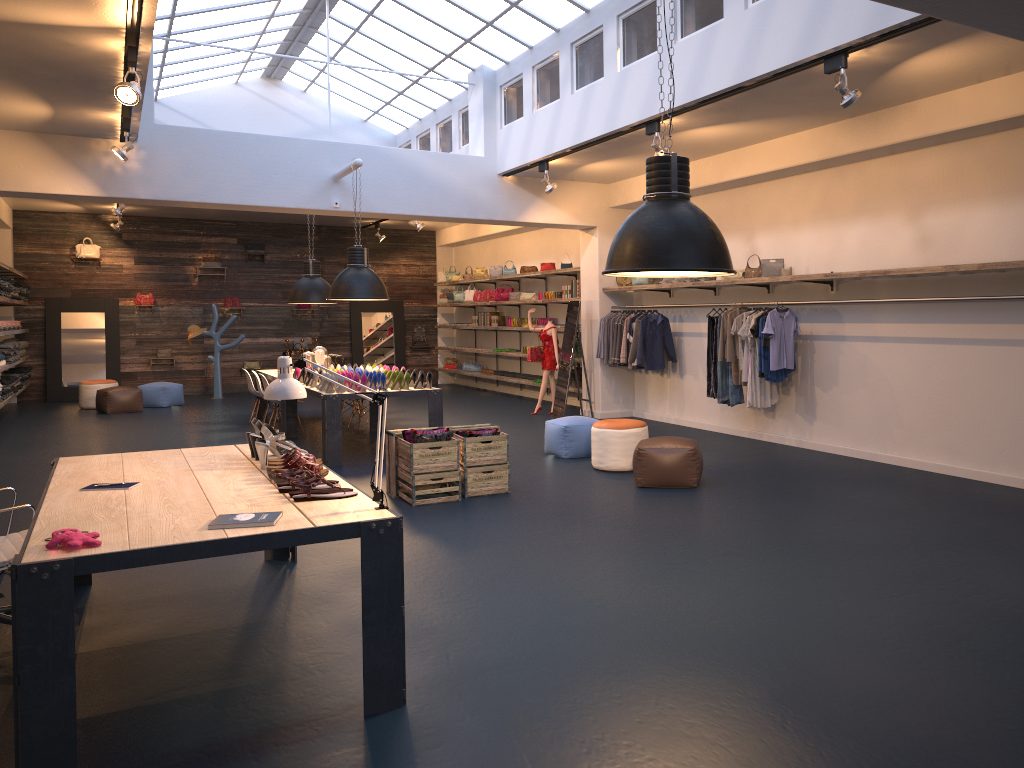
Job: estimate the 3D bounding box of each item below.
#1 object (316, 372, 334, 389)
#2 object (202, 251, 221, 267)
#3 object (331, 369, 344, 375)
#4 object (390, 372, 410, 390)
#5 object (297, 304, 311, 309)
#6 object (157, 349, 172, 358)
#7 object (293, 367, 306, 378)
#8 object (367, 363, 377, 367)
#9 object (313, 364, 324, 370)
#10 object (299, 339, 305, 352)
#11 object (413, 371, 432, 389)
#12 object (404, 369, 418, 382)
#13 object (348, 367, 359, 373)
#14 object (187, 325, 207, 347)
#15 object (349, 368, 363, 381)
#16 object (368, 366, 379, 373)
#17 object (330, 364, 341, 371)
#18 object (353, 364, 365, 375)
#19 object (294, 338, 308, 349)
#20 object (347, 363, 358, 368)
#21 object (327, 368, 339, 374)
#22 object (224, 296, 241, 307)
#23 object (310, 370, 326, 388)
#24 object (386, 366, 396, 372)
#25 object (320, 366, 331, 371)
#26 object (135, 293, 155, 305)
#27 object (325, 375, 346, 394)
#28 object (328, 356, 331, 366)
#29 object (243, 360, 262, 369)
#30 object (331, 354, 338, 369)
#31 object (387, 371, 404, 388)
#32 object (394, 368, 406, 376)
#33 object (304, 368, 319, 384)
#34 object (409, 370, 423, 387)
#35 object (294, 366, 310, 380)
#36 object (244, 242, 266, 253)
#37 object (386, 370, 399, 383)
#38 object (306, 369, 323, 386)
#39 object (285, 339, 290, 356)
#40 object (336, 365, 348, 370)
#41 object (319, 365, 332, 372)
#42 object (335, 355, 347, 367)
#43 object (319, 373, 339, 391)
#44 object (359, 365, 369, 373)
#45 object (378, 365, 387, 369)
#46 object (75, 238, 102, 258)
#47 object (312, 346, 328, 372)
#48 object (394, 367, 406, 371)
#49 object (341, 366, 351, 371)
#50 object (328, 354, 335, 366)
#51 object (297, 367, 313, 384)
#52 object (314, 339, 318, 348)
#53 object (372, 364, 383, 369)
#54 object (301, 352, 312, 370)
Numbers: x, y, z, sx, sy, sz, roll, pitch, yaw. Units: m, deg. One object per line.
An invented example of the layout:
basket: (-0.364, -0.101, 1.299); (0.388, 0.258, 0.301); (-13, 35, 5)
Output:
object: (-2.029, -0.040, 9.530); (0.219, 0.195, 0.222); (-3, 4, -41)
object: (-6.025, -2.504, 17.419); (0.372, 0.335, 0.156); (-1, 1, -18)
object: (-2.041, -0.084, 10.105); (0.216, 0.195, 0.225); (-2, 3, -27)
object: (-1.204, -0.034, 9.406); (0.218, 0.195, 0.223); (-2, 3, -34)
object: (-4.400, -1.706, 18.359); (0.266, 0.243, 0.202); (-2, 3, -32)
object: (-6.795, -0.596, 16.975); (0.095, 0.175, 0.292); (1, 3, 41)
object: (-2.678, -0.144, 10.934); (0.218, 0.195, 0.223); (-2, 3, -33)
object: (-1.857, -0.181, 11.380); (0.216, 0.195, 0.225); (-2, 3, -27)
object: (-2.473, -0.154, 11.059); (0.216, 0.195, 0.225); (-2, 3, -27)
object: (-3.199, -0.452, 13.196); (0.134, 0.468, 0.145); (0, 1, 16)
object: (-0.970, -0.044, 9.532); (0.216, 0.195, 0.225); (-2, 3, -27)
object: (-1.178, -0.080, 10.014); (0.216, 0.195, 0.225); (-2, 3, -27)
object: (-1.928, -0.114, 10.492); (0.216, 0.195, 0.225); (-2, 3, -27)
object: (-6.027, -0.915, 16.637); (0.360, 0.441, 0.330); (-2, 2, -31)
object: (-1.854, -0.096, 10.256); (0.223, 0.195, 0.226); (-2, 3, -27)
object: (-1.711, -0.123, 10.608); (0.216, 0.195, 0.225); (-2, 3, -27)
object: (-2.279, -0.163, 11.156); (0.214, 0.195, 0.228); (-1, 3, -21)
object: (-1.970, -0.155, 11.042); (0.217, 0.195, 0.224); (-2, 3, -29)
object: (-4.453, -0.863, 18.324); (0.287, 0.230, 0.075); (-1, 1, -14)
object: (-2.094, -0.173, 11.284); (0.216, 0.195, 0.225); (-2, 3, -27)
object: (-2.145, -0.102, 10.355); (0.216, 0.195, 0.225); (-2, 3, -27)
object: (-5.659, -1.662, 17.616); (0.347, 0.254, 0.127); (-3, 3, -40)
object: (-2.167, -0.059, 9.778); (0.213, 0.195, 0.229); (-1, 3, -18)
object: (-1.504, -0.132, 10.715); (0.214, 0.195, 0.228); (-1, 3, -20)
object: (-2.282, -0.120, 10.591); (0.215, 0.195, 0.226); (-1, 3, -24)
object: (-7.107, -1.643, 16.814); (0.356, 0.253, 0.130); (-1, 2, -18)
object: (-1.834, -0.004, 9.039); (0.214, 0.195, 0.228); (-1, 3, -21)
object: (-2.509, -0.246, 11.623); (0.189, 0.289, 0.160); (-2, 2, -39)
object: (-5.300, -0.395, 17.795); (0.212, 0.174, 0.395); (2, 4, 40)
object: (-2.391, -0.263, 11.874); (0.165, 0.285, 0.143); (-1, 2, -28)
object: (-1.294, -0.052, 9.645); (0.216, 0.195, 0.225); (-2, 3, -27)
object: (-1.334, -0.096, 10.233); (0.213, 0.195, 0.229); (-1, 3, -19)
object: (-2.353, -0.094, 10.255); (0.213, 0.195, 0.229); (-1, 3, -19)
object: (-1.083, -0.062, 9.769); (0.216, 0.195, 0.225); (-2, 3, -27)
object: (-2.583, -0.127, 10.700); (0.217, 0.195, 0.231); (-1, 3, -15)
object: (-5.274, -2.793, 17.838); (0.452, 0.231, 0.164); (-3, 3, -35)
object: (-1.377, -0.069, 9.873); (0.217, 0.195, 0.224); (-2, 3, -31)
object: (-2.265, -0.076, 10.013); (0.218, 0.195, 0.224); (-2, 3, -31)
object: (-3.395, -0.443, 13.086); (0.147, 0.468, 0.132); (-1, 1, -16)
object: (-2.162, -0.146, 10.931); (0.216, 0.195, 0.225); (-2, 3, -27)
object: (-2.350, -0.137, 10.822); (0.218, 0.195, 0.223); (-2, 3, -35)
object: (-2.290, -0.247, 11.655); (0.165, 0.285, 0.143); (-1, 2, -28)
object: (-1.946, -0.022, 9.281); (0.218, 0.195, 0.223); (-2, 3, -35)
object: (-1.860, -0.137, 10.802); (0.217, 0.195, 0.224); (-2, 3, -31)
object: (-1.659, -0.148, 10.931); (0.216, 0.195, 0.225); (-2, 3, -27)
object: (-7.961, -2.556, 16.314); (0.462, 0.385, 0.177); (-3, 2, -40)
object: (-2.526, -0.292, 11.422); (0.219, 0.412, 0.185); (-1, 2, -39)
object: (-1.382, -0.115, 10.481); (0.217, 0.195, 0.224); (-2, 3, -31)
object: (-2.065, -0.130, 10.712); (0.216, 0.195, 0.225); (-2, 3, -27)
object: (-2.489, -0.279, 12.086); (0.165, 0.285, 0.143); (-1, 2, -28)
object: (-2.482, -0.109, 10.461); (0.216, 0.195, 0.225); (-2, 3, -27)
object: (-2.989, -0.462, 13.318); (0.128, 0.468, 0.151); (0, 1, 39)
object: (-1.748, -0.164, 11.153); (0.216, 0.195, 0.225); (-2, 3, -27)
object: (-2.721, -0.266, 11.597); (0.192, 0.335, 0.180); (-1, 1, -9)
